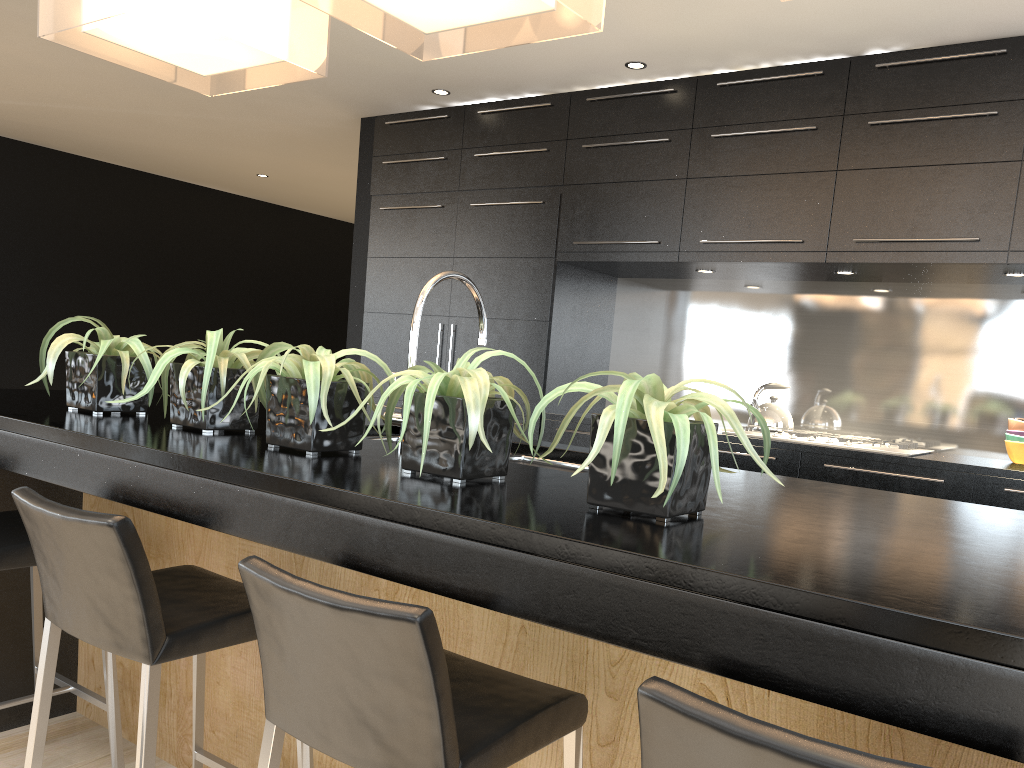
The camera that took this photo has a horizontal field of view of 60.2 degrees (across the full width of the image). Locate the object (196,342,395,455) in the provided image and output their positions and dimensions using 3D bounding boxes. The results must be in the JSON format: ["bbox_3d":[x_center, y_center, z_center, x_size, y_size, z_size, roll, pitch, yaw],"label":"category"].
[{"bbox_3d":[-0.392,0.030,1.784,0.398,0.219,0.403,4,3,-30],"label":"object"}]

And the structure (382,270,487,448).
[{"bbox_3d":[-0.043,0.249,2.283,2.759,1.027,0.654,6,5,35],"label":"structure"}]

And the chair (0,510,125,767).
[{"bbox_3d":[-1.370,0.639,2.323,0.472,0.972,0.518,9,7,35],"label":"chair"}]

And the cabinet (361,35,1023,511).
[{"bbox_3d":[1.562,-0.152,4.254,5.692,2.548,0.726,6,6,35],"label":"cabinet"}]

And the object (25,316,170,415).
[{"bbox_3d":[-1.046,-0.049,2.304,0.398,0.241,0.403,3,3,-30],"label":"object"}]

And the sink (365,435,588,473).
[{"bbox_3d":[-0.111,0.266,2.265,0.916,0.161,0.460,6,2,35],"label":"sink"}]

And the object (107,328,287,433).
[{"bbox_3d":[-0.728,-0.016,2.050,0.407,0.241,0.394,3,3,-30],"label":"object"}]

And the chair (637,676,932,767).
[{"bbox_3d":[0.379,0.819,1.091,0.472,0.972,0.518,9,7,35],"label":"chair"}]

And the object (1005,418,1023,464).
[{"bbox_3d":[2.347,0.266,3.998,0.203,0.207,0.185,8,5,36],"label":"object"}]

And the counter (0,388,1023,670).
[{"bbox_3d":[-0.207,0.166,2.035,3.095,0.032,1.179,6,2,35],"label":"counter"}]

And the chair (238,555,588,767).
[{"bbox_3d":[-0.167,0.763,1.476,0.472,0.972,0.518,9,7,35],"label":"chair"}]

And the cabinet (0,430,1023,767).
[{"bbox_3d":[-0.253,0.701,2.097,3.095,1.047,1.178,6,4,35],"label":"cabinet"}]

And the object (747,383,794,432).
[{"bbox_3d":[1.291,0.109,4.371,0.220,0.232,0.220,7,5,28],"label":"object"}]

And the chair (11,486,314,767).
[{"bbox_3d":[-0.733,0.704,1.874,0.472,0.972,0.518,9,7,35],"label":"chair"}]

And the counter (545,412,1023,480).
[{"bbox_3d":[1.536,0.304,4.327,2.843,0.034,0.730,6,2,35],"label":"counter"}]

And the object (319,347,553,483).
[{"bbox_3d":[-0.085,0.051,1.569,0.398,0.241,0.403,3,3,-30],"label":"object"}]

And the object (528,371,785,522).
[{"bbox_3d":[0.261,0.096,1.396,0.407,0.219,0.394,4,3,-30],"label":"object"}]

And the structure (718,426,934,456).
[{"bbox_3d":[1.527,0.280,4.309,0.895,0.067,0.520,6,2,35],"label":"structure"}]
